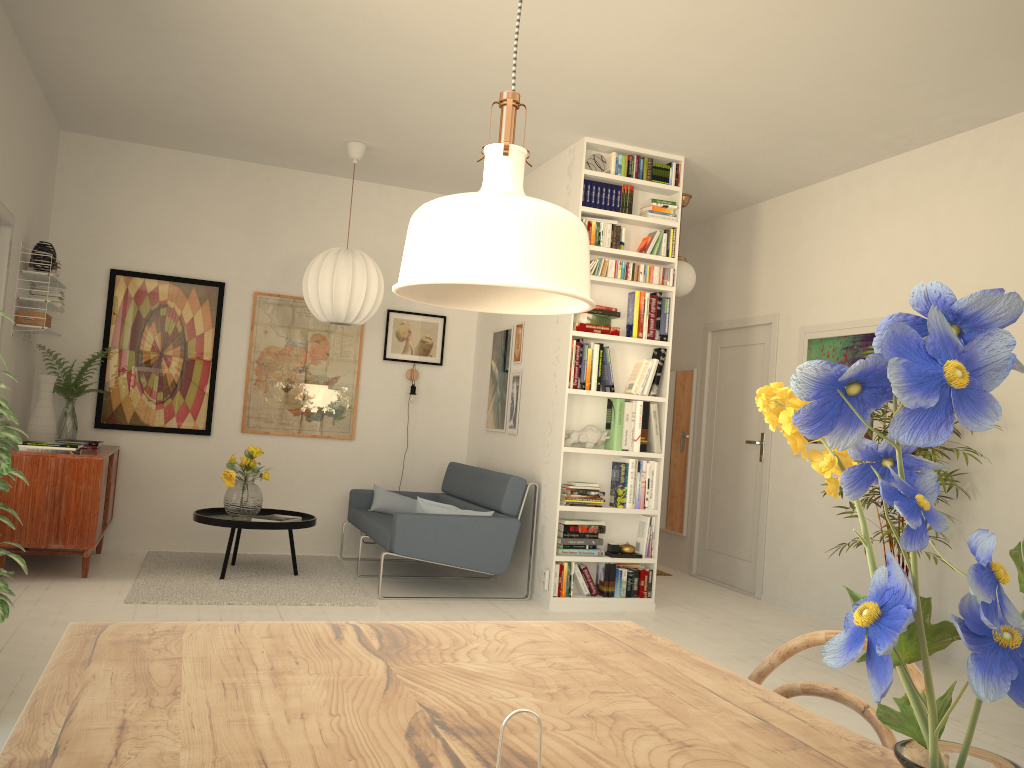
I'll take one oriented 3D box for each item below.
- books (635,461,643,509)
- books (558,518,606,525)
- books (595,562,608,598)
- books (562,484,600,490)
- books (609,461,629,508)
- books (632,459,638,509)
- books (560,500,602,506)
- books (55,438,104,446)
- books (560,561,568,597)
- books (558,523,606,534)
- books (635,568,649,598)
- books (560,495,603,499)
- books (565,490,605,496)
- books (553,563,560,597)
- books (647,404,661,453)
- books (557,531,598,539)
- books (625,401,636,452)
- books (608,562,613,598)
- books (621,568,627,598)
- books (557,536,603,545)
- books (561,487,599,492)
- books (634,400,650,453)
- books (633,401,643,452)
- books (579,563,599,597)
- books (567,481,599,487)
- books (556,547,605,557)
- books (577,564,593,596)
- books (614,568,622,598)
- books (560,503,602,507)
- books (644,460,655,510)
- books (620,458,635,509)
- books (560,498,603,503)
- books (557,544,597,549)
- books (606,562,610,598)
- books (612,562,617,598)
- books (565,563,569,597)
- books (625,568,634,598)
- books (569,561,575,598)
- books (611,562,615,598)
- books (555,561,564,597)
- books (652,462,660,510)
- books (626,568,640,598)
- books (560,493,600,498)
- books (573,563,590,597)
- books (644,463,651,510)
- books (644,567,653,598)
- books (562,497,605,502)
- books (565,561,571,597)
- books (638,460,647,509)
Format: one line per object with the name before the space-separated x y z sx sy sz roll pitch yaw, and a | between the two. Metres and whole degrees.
books | 0.776 0.640 5.645 0.035 0.304 0.150 6 -3 -20
books | 0.416 0.857 5.546 0.297 0.024 0.162 6 -3 -29
books | 0.547 1.212 5.563 0.015 0.214 0.202 6 -3 -20
books | 0.419 0.641 5.540 0.212 0.017 0.165 6 -3 -22
books | 0.662 0.637 5.632 0.057 0.284 0.200 6 -3 -20
books | 0.733 0.630 5.673 0.027 0.311 0.228 6 -3 -20
books | 0.411 0.736 5.513 0.246 0.014 0.173 5 -3 -21
books | -2.854 0.374 5.729 0.368 0.020 0.255 5 -3 -17
books | 0.290 1.192 5.466 0.020 0.211 0.184 6 -3 -20
books | 0.415 0.893 5.529 0.285 0.047 0.185 5 -3 -20
books | 0.795 1.254 5.657 0.056 0.180 0.202 6 -3 -20
books | 0.423 0.702 5.535 0.250 0.008 0.135 6 -3 -23
books | 0.444 0.676 5.547 0.235 0.025 0.163 5 -3 -13
books | 0.233 1.195 5.454 0.039 0.199 0.185 6 -3 -20
books | 0.874 0.284 5.725 0.099 0.316 0.228 6 -3 -20
books | 0.395 0.935 5.519 0.247 0.039 0.143 6 -3 -23
books | 0.722 0.268 5.683 0.023 0.321 0.235 6 -3 -20
books | 0.577 1.215 5.569 0.015 0.214 0.202 6 -3 -20
books | 0.660 1.243 5.614 0.032 0.176 0.222 6 -3 -20
books | 0.398 0.971 5.519 0.297 0.039 0.165 6 -3 -25
books | 0.408 0.654 5.526 0.221 0.010 0.169 5 -3 -17
books | 0.803 0.271 5.693 0.056 0.328 0.202 6 -3 -20
books | 0.757 0.269 5.681 0.037 0.324 0.240 6 -3 -20
books | 0.461 1.219 5.530 0.131 0.188 0.136 6 -3 -20
books | 0.438 0.624 5.525 0.166 0.019 0.127 6 -3 -27
books | 0.402 1.038 5.535 0.297 0.039 0.204 5 -3 -15
books | 0.433 1.212 5.513 0.118 0.192 0.118 6 -3 -20
books | 0.624 1.239 5.607 0.044 0.179 0.224 6 -3 -20
books | 0.414 0.748 5.517 0.247 0.009 0.170 5 -3 -17
books | 0.852 0.643 5.681 0.037 0.308 0.161 6 -3 -20
books | 0.704 0.627 5.659 0.037 0.312 0.241 6 -3 -20
books | 0.420 0.725 5.526 0.248 0.009 0.171 5 -3 -17
books | 0.382 1.002 5.529 0.241 0.024 0.168 6 -3 -25
books | 0.559 1.214 5.576 0.015 0.214 0.202 6 -3 -20
books | 0.601 1.218 5.591 0.015 0.214 0.202 6 -3 -20
books | 0.300 1.195 5.484 0.012 0.206 0.193 6 -3 -20
books | 0.697 1.253 5.628 0.048 0.163 0.209 6 -3 -20
books | 0.336 1.194 5.483 0.010 0.215 0.193 6 -3 -20
books | 0.589 1.217 5.581 0.015 0.214 0.202 6 -3 -20
books | 0.266 1.193 5.462 0.026 0.206 0.187 6 -3 -20
books | 0.876 0.648 5.721 0.039 0.303 0.229 6 -3 -20
books | 0.738 1.255 5.658 0.050 0.170 0.221 6 -3 -20
books | 0.415 0.691 5.513 0.237 0.012 0.120 6 -3 -25
books | 0.403 1.206 5.509 0.135 0.200 0.134 6 -3 -20
books | 0.820 0.647 5.680 0.022 0.291 0.208 6 -3 -20
books | 0.830 1.260 5.689 0.032 0.176 0.230 6 -3 -20
books | 0.434 0.716 5.559 0.255 0.014 0.197 5 -3 -10
books | 0.316 1.192 5.491 0.021 0.215 0.174 6 -3 -20
books | 0.793 0.638 5.685 0.025 0.306 0.213 6 -3 -20
